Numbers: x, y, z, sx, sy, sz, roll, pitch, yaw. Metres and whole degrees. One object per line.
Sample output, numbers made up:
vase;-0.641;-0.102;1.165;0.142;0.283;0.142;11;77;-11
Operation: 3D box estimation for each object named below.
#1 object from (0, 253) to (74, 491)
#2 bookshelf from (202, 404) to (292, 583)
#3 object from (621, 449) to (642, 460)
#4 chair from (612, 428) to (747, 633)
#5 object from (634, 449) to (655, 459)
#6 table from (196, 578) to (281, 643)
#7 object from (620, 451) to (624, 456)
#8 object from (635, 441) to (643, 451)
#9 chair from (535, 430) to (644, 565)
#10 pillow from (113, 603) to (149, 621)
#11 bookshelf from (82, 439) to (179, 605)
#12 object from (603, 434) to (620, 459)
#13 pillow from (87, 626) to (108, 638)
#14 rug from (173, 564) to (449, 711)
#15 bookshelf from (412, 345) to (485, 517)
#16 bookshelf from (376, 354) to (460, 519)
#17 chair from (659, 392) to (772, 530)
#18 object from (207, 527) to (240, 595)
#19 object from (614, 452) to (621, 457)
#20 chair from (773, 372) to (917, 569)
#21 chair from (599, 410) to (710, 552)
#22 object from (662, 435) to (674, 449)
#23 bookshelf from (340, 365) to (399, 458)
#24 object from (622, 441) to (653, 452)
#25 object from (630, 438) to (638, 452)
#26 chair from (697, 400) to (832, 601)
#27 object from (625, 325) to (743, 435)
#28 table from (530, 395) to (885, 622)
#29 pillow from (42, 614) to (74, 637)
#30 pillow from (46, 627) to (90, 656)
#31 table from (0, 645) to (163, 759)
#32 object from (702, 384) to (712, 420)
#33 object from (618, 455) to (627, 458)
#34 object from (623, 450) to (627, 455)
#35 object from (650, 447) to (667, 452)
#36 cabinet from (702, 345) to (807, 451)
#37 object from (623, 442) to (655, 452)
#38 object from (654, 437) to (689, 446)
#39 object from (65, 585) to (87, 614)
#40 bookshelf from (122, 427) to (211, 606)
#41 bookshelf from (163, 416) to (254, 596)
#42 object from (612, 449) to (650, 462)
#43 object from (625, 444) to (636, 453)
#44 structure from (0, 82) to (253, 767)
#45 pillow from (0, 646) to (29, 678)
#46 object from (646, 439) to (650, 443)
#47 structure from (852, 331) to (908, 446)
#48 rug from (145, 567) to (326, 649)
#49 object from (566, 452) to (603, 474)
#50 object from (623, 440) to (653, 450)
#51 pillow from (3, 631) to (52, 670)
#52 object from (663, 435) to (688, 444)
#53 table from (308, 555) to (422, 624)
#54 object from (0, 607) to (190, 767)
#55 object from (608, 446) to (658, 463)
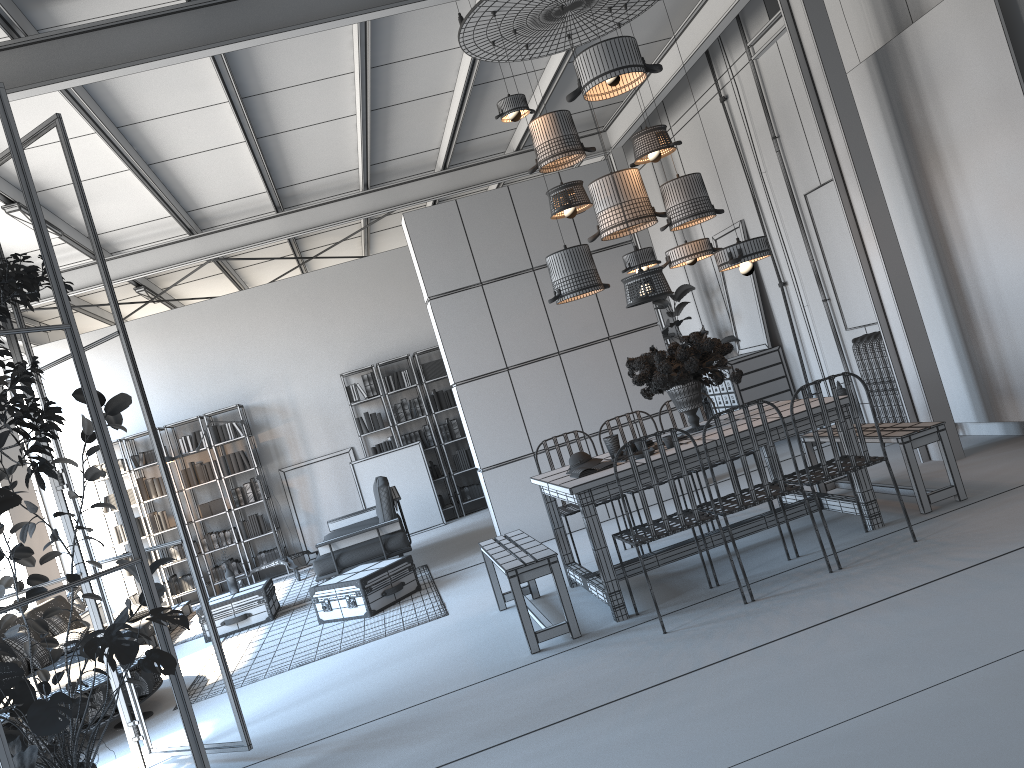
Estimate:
object;-3.123;0.290;4.004;2.243;4.154;2.486;-17;-1;-38
bookshelf;-3.410;1.420;11.486;0.455;2.276;0.455;-17;0;-10
object;0.731;0.428;5.399;0.173;0.026;0.021;-17;-1;-25
chair;0.807;0.736;4.754;0.474;0.975;0.488;-17;0;-10
object;0.788;0.420;5.280;0.133;0.029;0.133;-17;-1;38
table;-2.622;2.177;8.537;0.667;0.330;0.706;-17;0;-10
object;0.680;0.438;5.541;0.045;0.045;0.051;-17;-1;-32
object;0.801;0.382;5.509;0.071;0.076;0.071;-17;0;15
chair;0.535;0.833;6.429;0.474;0.975;0.488;-17;0;-10
pillow;-3.956;2.397;9.319;0.375;0.177;0.407;-17;-1;40
bookshelf;-4.828;1.853;11.268;0.455;2.276;0.455;-17;0;-10
object;0.651;0.405;5.683;0.102;0.146;0.102;-17;-1;-45
pillow;-4.195;2.484;8.600;0.453;0.157;0.488;-17;0;-10
rug;-1.573;2.006;7.413;1.961;0.007;2.524;-17;0;-10
bookshelf;-0.784;0.619;11.953;0.455;2.276;0.455;-17;0;-10
bookshelf;-1.267;0.766;11.861;0.455;2.276;0.455;-17;0;-10
chair;1.484;0.544;6.598;0.474;0.975;0.488;-17;0;-10
object;-2.764;1.686;8.554;0.443;0.709;0.194;-17;-1;31
object;0.656;0.444;5.498;0.043;0.043;0.044;-17;-1;-38
chair;1.755;0.447;4.922;0.474;0.975;0.488;-17;0;-10
chair;1.016;0.687;6.515;0.474;0.975;0.488;-17;0;-10
object;0.945;0.349;5.327;0.071;0.076;0.071;-17;-1;37
bookshelf;-1.732;0.909;11.797;0.455;2.276;0.455;-17;0;-10
object;0.826;0.415;5.821;0.211;0.024;0.211;-17;0;9
object;0.783;0.388;5.603;0.071;0.076;0.071;-17;0;-13
chair;1.275;0.593;4.837;0.474;0.975;0.488;-17;0;-10
object;1.122;-0.005;5.891;0.697;0.654;0.782;-17;0;-7
table;1.179;0.745;5.642;1.784;0.819;1.239;-17;0;-10
pillow;-4.546;2.460;8.928;0.190;0.357;0.422;-17;0;-10
pillow;-4.216;2.448;8.348;0.406;0.190;0.359;-17;0;-10
table;-3.328;2.333;6.160;1.709;0.387;1.708;-17;0;-18
object;2.515;0.294;11.889;0.328;1.007;0.733;-17;0;-10
object;0.728;0.433;5.454;0.174;0.019;0.021;-17;0;-12
object;0.706;0.425;5.492;0.043;0.050;0.044;-17;0;8
object;0.889;0.387;5.393;0.121;0.037;0.054;-17;-1;-31
cabinet;2.674;0.190;9.914;0.668;1.026;0.796;-17;0;-10
object;0.822;0.423;5.813;0.236;0.015;0.236;-17;-1;-37
object;1.015;0.362;5.591;0.185;0.014;0.182;-17;-1;-26
object;-5.619;2.768;11.194;0.413;0.401;0.920;-17;0;-10
bookshelf;-4.360;1.710;11.315;0.455;2.276;0.455;-17;0;-10
bookshelf;-3.887;1.566;11.436;0.455;2.276;0.455;-17;0;-10
object;0.728;0.434;5.422;0.249;0.017;0.024;-17;0;0
object;0.741;0.407;5.546;0.065;0.064;0.065;-17;-1;-25
structure;-3.079;0.675;3.549;2.994;3.454;2.452;-17;0;-10
pillow;-4.311;2.425;7.687;0.186;0.404;0.394;-17;0;-21
object;0.846;0.397;5.816;0.135;0.029;0.135;-17;0;-17
structure;3.234;0.036;7.403;0.328;1.007;0.733;-17;0;-10
rug;-2.966;2.453;9.879;1.961;0.007;2.524;-17;0;-10
object;0.463;0.531;5.643;0.260;0.211;0.236;-17;0;8
object;0.824;0.410;5.821;0.211;0.024;0.211;-17;-1;33
pillow;-4.310;2.390;7.942;0.252;0.404;0.512;-17;0;-13
object;1.031;0.357;5.674;0.179;0.016;0.182;-17;0;-5
table;-1.223;1.740;7.498;0.706;0.330;0.667;-17;-1;35
object;-1.812;1.537;3.737;1.125;1.001;0.920;-17;0;-12
object;0.762;0.440;5.510;0.335;0.012;0.213;-17;-1;-33
